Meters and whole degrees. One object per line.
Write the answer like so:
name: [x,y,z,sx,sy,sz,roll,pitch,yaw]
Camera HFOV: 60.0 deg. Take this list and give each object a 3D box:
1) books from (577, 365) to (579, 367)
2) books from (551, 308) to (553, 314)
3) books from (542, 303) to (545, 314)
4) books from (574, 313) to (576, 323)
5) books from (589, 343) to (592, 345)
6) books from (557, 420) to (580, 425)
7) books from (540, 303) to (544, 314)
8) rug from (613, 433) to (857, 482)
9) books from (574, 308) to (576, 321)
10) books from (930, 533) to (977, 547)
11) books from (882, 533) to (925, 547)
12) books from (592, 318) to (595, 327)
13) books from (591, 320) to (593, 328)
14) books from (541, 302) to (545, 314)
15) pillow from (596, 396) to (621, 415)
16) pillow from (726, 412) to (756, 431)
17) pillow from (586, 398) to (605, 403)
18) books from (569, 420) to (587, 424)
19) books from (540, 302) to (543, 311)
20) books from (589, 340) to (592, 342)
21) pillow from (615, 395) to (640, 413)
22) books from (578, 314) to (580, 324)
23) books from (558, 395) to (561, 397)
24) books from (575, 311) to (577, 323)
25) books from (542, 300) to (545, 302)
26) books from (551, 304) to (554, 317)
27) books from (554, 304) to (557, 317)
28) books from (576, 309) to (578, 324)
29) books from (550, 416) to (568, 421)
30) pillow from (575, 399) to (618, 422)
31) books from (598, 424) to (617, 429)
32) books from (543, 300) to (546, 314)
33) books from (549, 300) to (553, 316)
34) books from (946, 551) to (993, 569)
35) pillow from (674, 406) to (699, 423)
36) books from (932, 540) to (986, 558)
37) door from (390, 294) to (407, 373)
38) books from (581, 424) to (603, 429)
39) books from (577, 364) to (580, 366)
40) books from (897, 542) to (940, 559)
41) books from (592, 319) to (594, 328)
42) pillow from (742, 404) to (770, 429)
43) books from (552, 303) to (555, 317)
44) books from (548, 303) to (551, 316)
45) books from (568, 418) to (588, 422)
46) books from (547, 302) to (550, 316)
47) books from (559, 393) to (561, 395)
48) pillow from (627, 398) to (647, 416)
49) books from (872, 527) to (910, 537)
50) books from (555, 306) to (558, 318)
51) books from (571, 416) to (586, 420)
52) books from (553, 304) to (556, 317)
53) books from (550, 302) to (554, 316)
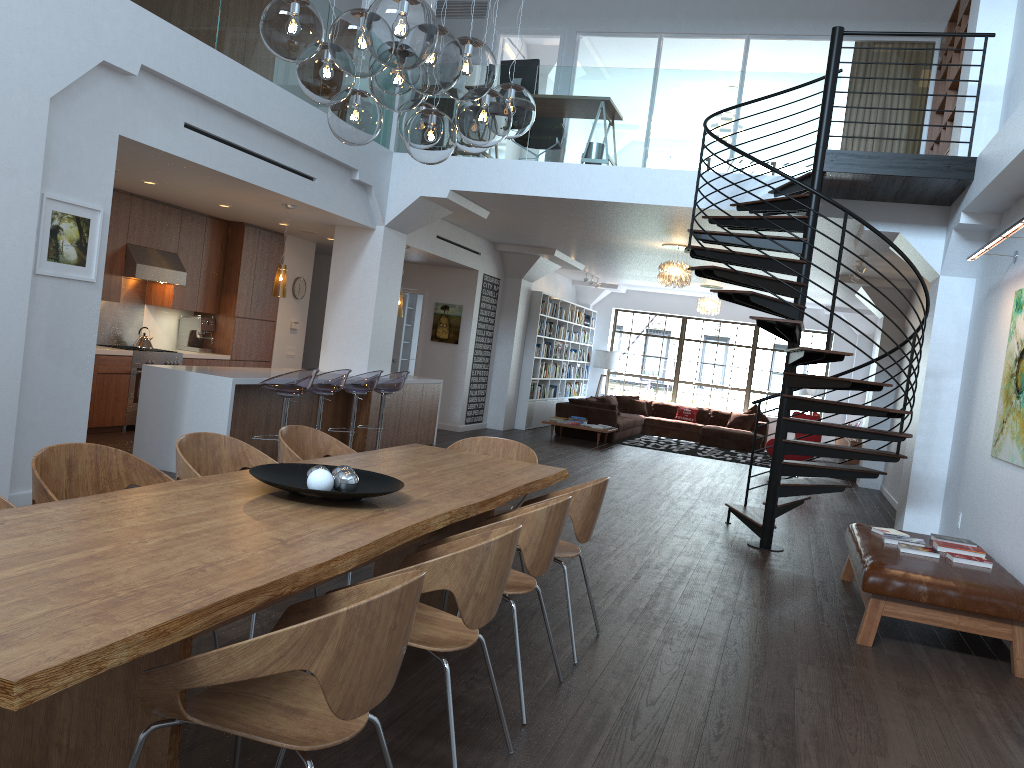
books: [1.295,-0.388,18.644,0.223,0.031,0.161,8,2,17]
books: [0.650,-1.339,16.132,0.161,0.222,0.083,8,2,17]
books: [0.485,-1.340,15.598,0.161,0.222,0.084,8,2,17]
books: [1.200,-1.335,17.859,0.144,0.207,0.048,8,2,17]
books: [1.585,-0.891,19.405,0.197,0.035,0.284,5,3,-43]
books: [0.927,0.632,14.598,0.236,0.035,0.340,9,3,42]
books: [0.444,-1.334,15.507,0.167,0.210,0.162,8,2,17]
rug: [4.075,1.269,15.858,4.200,0.007,3.100,8,3,19]
books: [1.198,-1.379,17.812,0.140,0.298,0.044,8,2,17]
books: [3.006,1.075,6.038,0.254,0.044,0.183,8,2,12]
books: [2.561,1.028,5.801,0.247,0.040,0.185,8,3,20]
books: [1.737,-1.350,19.550,0.140,0.231,0.042,8,2,17]
books: [1.692,-1.322,19.400,0.128,0.178,0.021,8,2,17]
books: [0.472,-1.338,15.566,0.161,0.218,0.101,8,2,17]
pillow: [1.840,0.437,17.038,0.325,0.391,0.625,9,3,34]
pillow: [4.581,0.738,17.791,0.542,0.362,0.248,9,3,38]
pillow: [1.514,0.432,15.643,0.269,0.411,0.559,6,3,-27]
books: [1.115,0.640,14.960,0.312,0.037,0.216,8,2,7]
books: [0.425,-1.336,15.418,0.182,0.215,0.188,8,2,17]
books: [1.594,-0.957,19.397,0.174,0.032,0.254,5,3,-38]
pillow: [2.445,0.435,18.544,0.580,0.418,0.334,7,2,-10]
books: [1.292,-1.349,18.194,0.168,0.231,0.037,8,2,17]
books: [0.818,0.218,17.589,0.284,0.035,0.197,8,2,17]
books: [1.218,-1.356,17.948,0.171,0.246,0.057,8,2,17]
books: [0.488,-1.354,15.629,0.159,0.248,0.089,8,2,17]
books: [0.665,-1.351,16.161,0.159,0.248,0.089,8,2,17]
books: [0.730,-1.356,16.373,0.182,0.255,0.077,8,2,17]
books: [1.243,-1.379,18.027,0.176,0.290,0.053,8,2,17]
books: [0.797,0.594,14.998,0.241,0.045,0.334,8,3,19]
pillow: [1.464,0.479,15.380,0.750,0.364,0.289,8,2,17]
books: [1.554,0.705,14.750,0.256,0.035,0.350,9,3,43]
books: [0.503,-1.356,15.670,0.170,0.251,0.118,8,2,17]
books: [0.618,-1.374,16.036,0.176,0.293,0.125,8,2,17]
books: [2.794,1.076,5.422,0.224,0.036,0.161,8,2,12]
pillow: [3.589,0.629,18.230,0.465,0.308,0.220,8,2,14]
books: [2.892,1.071,5.739,0.283,0.043,0.197,8,2,17]
door: [-2.262,-0.534,14.974,0.826,2.032,0.174,8,2,17]
books: [1.304,0.684,14.469,0.231,0.040,0.342,6,3,-33]
books: [1.301,-0.417,18.651,0.224,0.030,0.161,9,3,27]
books: [2.535,1.037,5.531,0.224,0.032,0.161,8,2,17]
books: [1.712,-1.332,19.473,0.136,0.196,0.045,8,2,17]
pillow: [4.836,0.684,17.884,0.651,0.587,0.335,7,2,-4]
books: [0.678,-1.353,16.192,0.182,0.253,0.098,8,2,17]
books: [0.594,-1.349,15.951,0.174,0.242,0.105,8,2,17]
books: [1.116,0.604,14.964,0.279,0.035,0.191,9,3,27]
books: [0.576,-1.353,15.901,0.170,0.251,0.118,8,2,17]
books: [0.822,0.184,17.587,0.284,0.033,0.197,7,2,2]
pillow: [2.594,0.479,18.396,0.489,0.337,0.238,7,2,-13]
books: [2.609,1.026,6.121,0.161,0.031,0.223,7,2,-5]
books: [0.741,-1.347,16.443,0.167,0.233,0.077,8,2,17]
books: [1.124,0.573,14.959,0.224,0.027,0.157,8,3,22]
books: [0.700,-1.350,16.276,0.174,0.243,0.085,8,2,17]
books: [0.633,-1.374,16.097,0.197,0.290,0.136,8,2,17]
